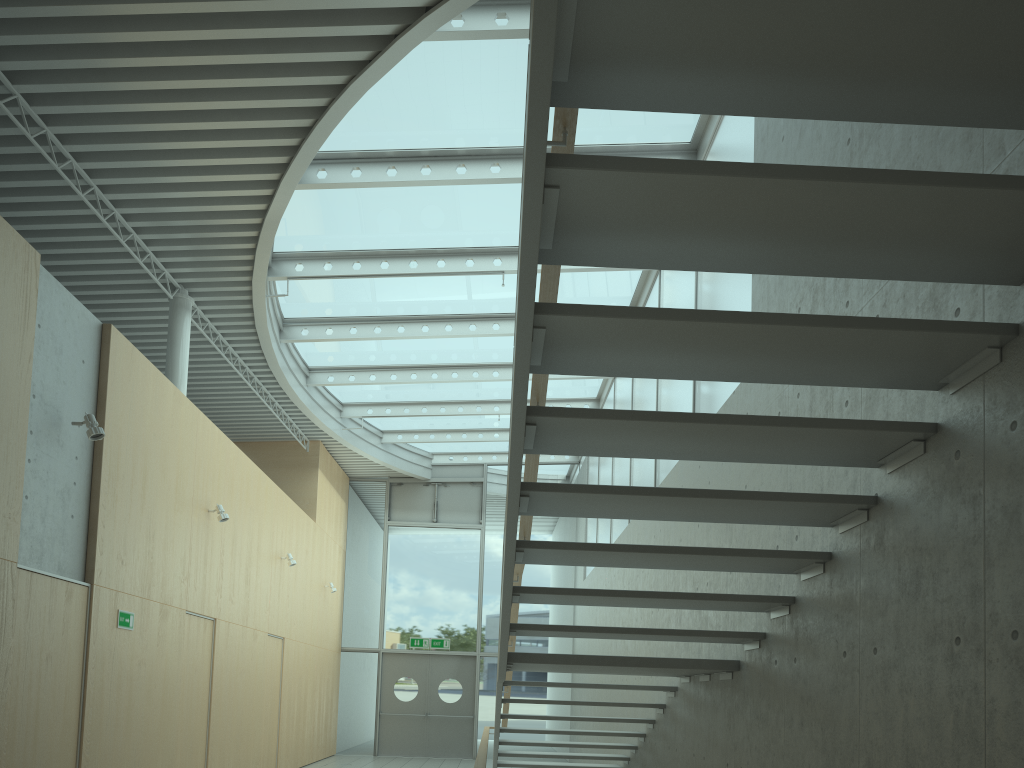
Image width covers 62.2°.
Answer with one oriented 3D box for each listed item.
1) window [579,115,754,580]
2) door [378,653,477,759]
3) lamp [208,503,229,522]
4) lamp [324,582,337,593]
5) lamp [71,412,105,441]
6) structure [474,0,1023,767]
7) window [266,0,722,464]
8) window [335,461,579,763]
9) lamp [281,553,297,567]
[{"bbox_3d":[1.491,0.877,11.956,0.030,2.638,16.493,2,-20,-1],"label":"window"},{"bbox_3d":[-1.715,6.517,17.210,1.922,2.052,0.179,2,-4,-1],"label":"door"},{"bbox_3d":[-3.133,1.373,9.065,0.234,0.191,0.145,7,-11,-20],"label":"lamp"},{"bbox_3d":[-3.275,3.671,15.323,0.234,0.191,0.145,7,-11,-20],"label":"lamp"},{"bbox_3d":[-3.067,0.303,6.149,0.234,0.191,0.145,7,-11,-20],"label":"lamp"},{"bbox_3d":[0.731,1.633,5.884,1.886,4.047,13.288,2,-19,-1],"label":"structure"},{"bbox_3d":[-0.736,2.302,11.803,4.785,6.028,16.675,2,-18,-1],"label":"window"},{"bbox_3d":[-1.068,4.570,17.371,4.859,6.121,0.112,2,-4,-1],"label":"window"},{"bbox_3d":[-3.204,2.518,12.183,0.234,0.191,0.145,7,-11,-20],"label":"lamp"}]
